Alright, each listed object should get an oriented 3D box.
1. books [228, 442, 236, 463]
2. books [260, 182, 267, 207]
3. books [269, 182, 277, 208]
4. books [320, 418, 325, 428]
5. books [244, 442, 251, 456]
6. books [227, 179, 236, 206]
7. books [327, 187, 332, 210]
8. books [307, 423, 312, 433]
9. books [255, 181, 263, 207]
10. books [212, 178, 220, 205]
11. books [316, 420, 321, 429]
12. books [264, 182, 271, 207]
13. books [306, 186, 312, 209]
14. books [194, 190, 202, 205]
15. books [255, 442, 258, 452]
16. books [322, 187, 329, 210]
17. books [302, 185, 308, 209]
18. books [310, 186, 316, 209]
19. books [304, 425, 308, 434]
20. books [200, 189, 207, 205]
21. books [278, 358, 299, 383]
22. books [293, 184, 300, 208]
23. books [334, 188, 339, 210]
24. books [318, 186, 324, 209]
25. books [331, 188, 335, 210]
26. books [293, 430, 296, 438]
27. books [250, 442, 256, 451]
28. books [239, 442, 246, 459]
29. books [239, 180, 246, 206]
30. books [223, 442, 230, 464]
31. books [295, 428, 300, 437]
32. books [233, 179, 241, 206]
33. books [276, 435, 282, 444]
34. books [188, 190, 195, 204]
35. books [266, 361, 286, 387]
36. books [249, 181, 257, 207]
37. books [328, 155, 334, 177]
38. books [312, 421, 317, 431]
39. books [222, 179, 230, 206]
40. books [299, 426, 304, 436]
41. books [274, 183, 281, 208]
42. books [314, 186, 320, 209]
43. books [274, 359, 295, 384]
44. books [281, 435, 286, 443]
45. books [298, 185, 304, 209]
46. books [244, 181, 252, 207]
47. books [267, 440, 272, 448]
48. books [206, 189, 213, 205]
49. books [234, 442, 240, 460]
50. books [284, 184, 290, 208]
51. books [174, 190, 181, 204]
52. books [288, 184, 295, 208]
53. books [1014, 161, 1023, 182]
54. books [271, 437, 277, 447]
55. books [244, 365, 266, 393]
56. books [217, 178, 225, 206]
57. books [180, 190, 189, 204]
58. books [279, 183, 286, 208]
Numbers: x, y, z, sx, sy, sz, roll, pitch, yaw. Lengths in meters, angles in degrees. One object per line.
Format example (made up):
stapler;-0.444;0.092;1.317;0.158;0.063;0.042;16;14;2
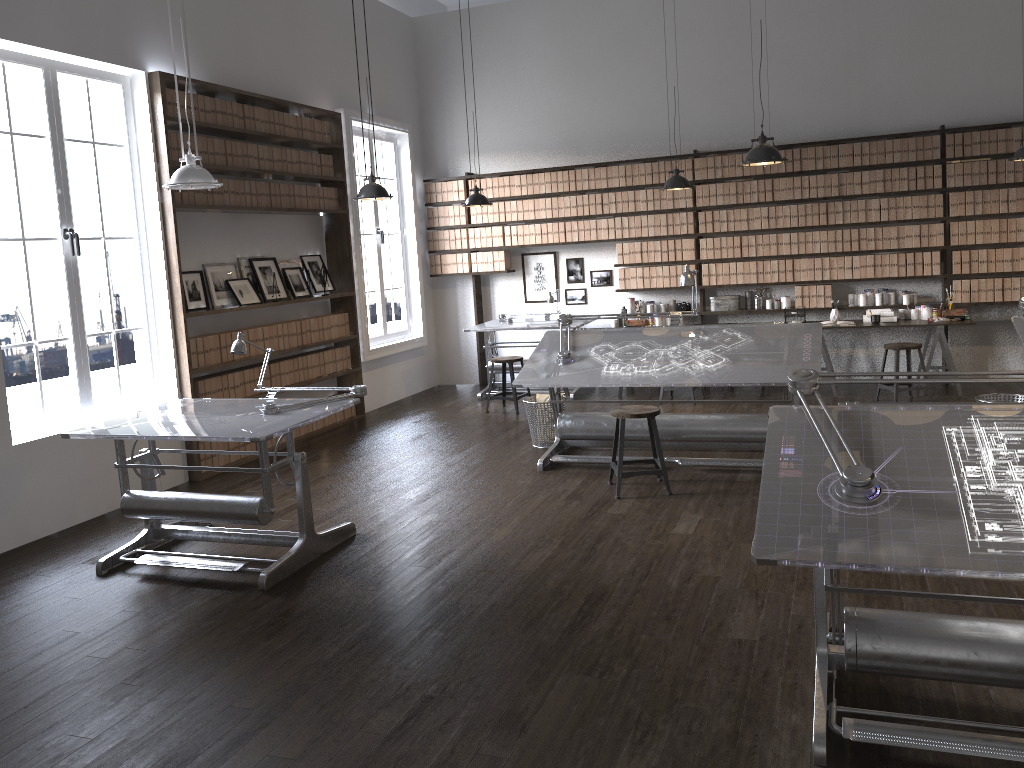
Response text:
books;-2.321;0.514;7.110;0.174;0.224;0.067;-1;6;21
books;-2.203;-1.611;7.587;0.174;0.224;0.067;-1;6;21
books;-2.151;-1.634;7.716;0.174;0.224;0.067;-1;6;21
books;-1.866;0.299;8.345;0.174;0.224;0.067;-1;6;21
books;-2.250;0.480;7.305;0.174;0.224;0.067;-1;6;21
books;-2.345;-1.544;7.197;0.174;0.224;0.067;-1;6;21
books;-1.836;-1.781;8.559;0.174;0.224;0.067;-1;6;21
books;-1.937;0.333;8.153;0.174;0.224;0.067;-1;6;21
books;-2.220;-1.601;7.526;0.174;0.224;0.067;-1;6;21
books;-2.414;-1.511;7.008;0.174;0.224;0.067;-1;6;21
books;-1.886;0.309;8.286;0.174;0.224;0.067;-1;6;21
books;-2.182;-1.622;7.649;0.174;0.224;0.067;-1;6;21
books;-1.958;-1.725;8.235;0.174;0.224;0.067;-1;6;21
books;-2.488;-1.477;6.814;0.174;0.224;0.067;-1;6;21
books;-2.198;0.457;7.441;0.174;0.224;0.067;-1;6;21
books;-1.859;-1.770;8.497;0.174;0.224;0.067;-1;6;21
books;-1.985;-1.713;8.168;0.174;0.224;0.067;-1;6;21
books;-1.937;-1.736;8.302;0.174;0.224;0.067;-1;6;21
books;-1.963;0.344;8.089;0.174;0.224;0.067;-1;6;21
books;-2.467;-1.488;6.881;0.174;0.224;0.067;-1;6;21
books;-2.015;-0.121;7.979;0.174;0.224;0.067;-1;6;21
books;-2.027;-1.692;8.046;0.174;0.224;0.067;-1;6;21
books;-1.795;-1.803;8.685;0.174;0.224;0.067;-1;6;21
books;-1.887;-1.759;8.431;0.174;0.224;0.067;-1;6;21
books;-1.818;-1.792;8.619;0.174;0.224;0.067;-1;6;21
books;-2.029;0.376;7.902;0.174;0.224;0.067;-1;6;21
books;-2.229;0.469;7.373;0.174;0.224;0.067;-1;6;21
books;-2.278;0.492;7.241;0.174;0.224;0.067;-1;6;21
books;-2.302;-1.566;7.329;0.174;0.224;0.067;-1;6;21
books;-2.348;0.525;7.049;0.174;0.224;0.067;-1;6;21
books;-2.008;0.366;7.961;0.174;0.224;0.067;-1;6;21
books;-2.324;-1.555;7.264;0.174;0.224;0.067;-1;6;21
books;-2.102;0.412;7.697;0.174;0.224;0.067;-1;6;21
books;-2.517;-1.465;6.750;0.174;0.224;0.067;-1;6;21
books;-2.084;-0.087;7.779;0.174;0.224;0.067;-1;6;21
books;-2.245;-1.589;7.459;0.174;0.224;0.067;-1;6;21
books;-1.829;-2.104;8.613;0.174;0.224;0.067;-1;6;21
books;-1.909;0.321;8.217;0.174;0.224;0.067;-1;6;21
books;-2.372;-1.532;7.130;0.174;0.224;0.067;-1;6;21
books;-1.981;0.355;8.022;0.174;0.224;0.067;-1;6;21
books;-2.130;-1.646;7.788;0.174;0.224;0.067;-1;6;21
books;-1.915;-1.747;8.367;0.174;0.224;0.067;-1;6;21
books;-2.041;-0.110;7.914;0.174;0.224;0.067;-1;6;21
books;-2.080;0.400;7.765;0.174;0.224;0.067;-1;6;21
books;-2.008;-1.703;8.110;0.174;0.224;0.067;-1;6;21
books;-2.274;-1.578;7.393;0.174;0.224;0.067;-1;6;21
books;-2.153;0.434;7.572;0.174;0.224;0.067;-1;6;21
books;-2.443;-1.500;6.947;0.174;0.224;0.067;-1;6;21
books;-2.303;0.503;7.174;0.174;0.224;0.067;-1;6;21
books;-2.081;-1.669;7.919;0.174;0.224;0.067;-1;6;21
books;-2.569;-1.441;6.611;0.174;0.224;0.067;-1;6;21
books;-2.056;-1.681;7.986;0.174;0.224;0.067;-1;6;21
books;4.696;-1.980;8.233;0.066;0.224;0.175;-1;7;21
books;-2.127;0.424;7.629;0.174;0.224;0.067;-1;6;21
books;-2.185;-0.040;7.514;0.174;0.224;0.067;-1;6;21
books;-2.395;-1.522;7.072;0.174;0.224;0.067;-1;6;21
books;-2.538;-1.453;6.678;0.174;0.224;0.067;-1;6;21
books;-2.101;-1.658;7.852;0.174;0.224;0.067;-1;6;21
